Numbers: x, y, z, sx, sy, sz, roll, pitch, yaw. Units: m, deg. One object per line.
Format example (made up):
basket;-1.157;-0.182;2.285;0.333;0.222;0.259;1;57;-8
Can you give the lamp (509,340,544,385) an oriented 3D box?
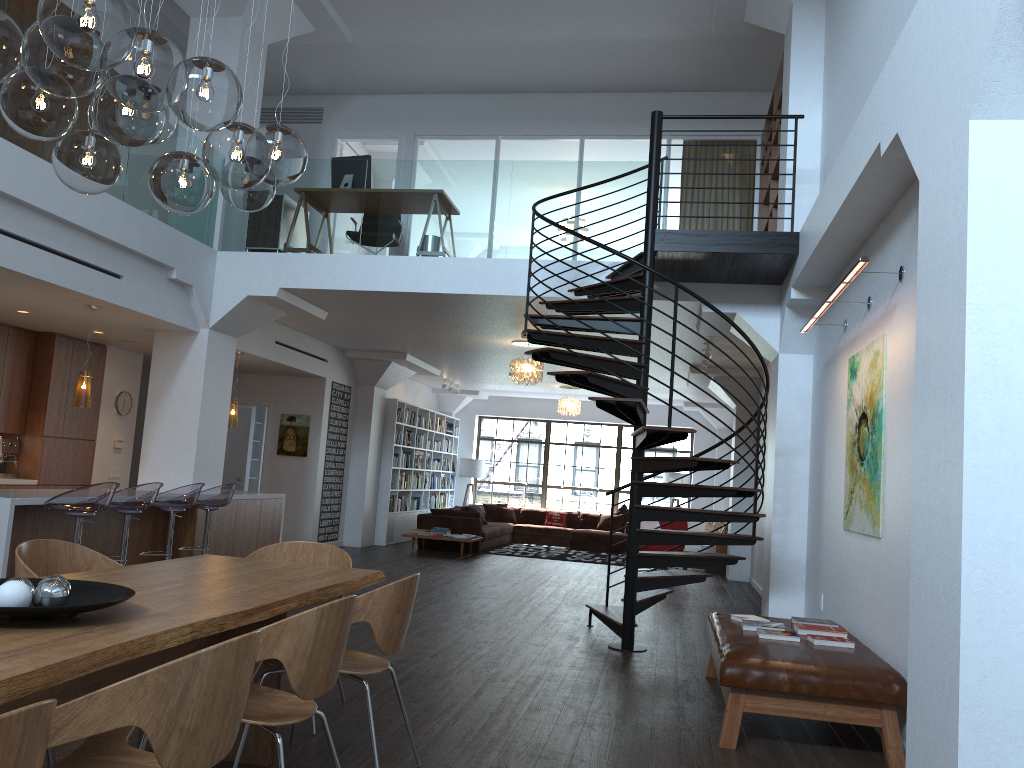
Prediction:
lamp;0.192;-0.260;11.435;0.442;0.539;0.441;9;-7;-37

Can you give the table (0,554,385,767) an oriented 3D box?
table;-1.483;1.060;2.618;1.012;0.750;3.803;3;-6;11

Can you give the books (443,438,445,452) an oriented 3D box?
books;-1.470;1.232;17.972;0.198;0.284;0.066;3;-6;10

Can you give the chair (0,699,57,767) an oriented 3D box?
chair;-1.109;0.917;1.399;0.618;0.833;0.629;3;-6;10

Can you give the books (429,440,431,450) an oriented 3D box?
books;-1.635;1.164;16.986;0.139;0.191;0.036;3;-6;10

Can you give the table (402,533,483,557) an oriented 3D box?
table;-1.088;2.513;13.895;1.100;0.271;0.853;3;-6;10

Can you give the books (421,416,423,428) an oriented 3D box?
books;-1.733;0.700;16.376;0.158;0.226;0.052;3;-6;10

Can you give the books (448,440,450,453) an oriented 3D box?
books;-1.389;1.294;18.391;0.180;0.259;0.060;3;-6;10

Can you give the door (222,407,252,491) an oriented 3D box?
door;-4.552;1.370;13.903;0.826;2.032;0.174;3;-6;10

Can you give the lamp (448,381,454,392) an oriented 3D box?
lamp;-1.161;0.043;16.890;0.120;0.211;0.111;8;-7;-30

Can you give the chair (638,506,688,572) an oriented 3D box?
chair;2.240;2.322;13.334;0.801;1.006;0.798;0;-7;36

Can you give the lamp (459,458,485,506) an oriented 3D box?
lamp;-0.900;2.399;18.958;0.545;1.579;0.545;4;-6;-1

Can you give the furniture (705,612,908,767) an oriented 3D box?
furniture;1.630;1.704;5.213;0.907;0.453;1.819;3;-6;10

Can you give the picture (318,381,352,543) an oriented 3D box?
picture;-2.670;1.184;13.409;0.021;2.380;0.800;3;-6;11

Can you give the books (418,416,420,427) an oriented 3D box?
books;-1.758;0.688;16.161;0.146;0.202;0.027;3;-6;10

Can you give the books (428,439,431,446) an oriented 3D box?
books;-1.634;1.162;17.019;0.146;0.202;0.027;3;-6;10

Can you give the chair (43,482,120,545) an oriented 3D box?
chair;-3.204;1.211;6.514;0.481;1.014;0.530;3;-6;12

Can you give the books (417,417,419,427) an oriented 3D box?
books;-1.772;0.686;16.103;0.139;0.191;0.036;3;-6;10

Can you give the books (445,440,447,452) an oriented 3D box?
books;-1.436;1.265;18.119;0.183;0.253;0.034;3;-6;10

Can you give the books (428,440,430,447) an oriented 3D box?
books;-1.638;1.167;16.956;0.128;0.178;0.021;3;-6;10

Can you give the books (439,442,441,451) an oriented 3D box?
books;-1.507;1.249;17.722;0.139;0.191;0.036;3;-6;10

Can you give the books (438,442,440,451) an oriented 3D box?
books;-1.517;1.242;17.682;0.136;0.196;0.045;3;-6;10

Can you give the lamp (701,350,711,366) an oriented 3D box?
lamp;2.404;-0.321;11.003;0.120;0.211;0.111;8;-7;-30

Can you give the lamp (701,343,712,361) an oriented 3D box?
lamp;2.314;-0.380;10.496;0.120;0.211;0.111;6;-6;-15

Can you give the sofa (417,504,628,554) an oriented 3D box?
sofa;0.492;2.668;16.190;3.481;0.664;4.197;3;-6;10

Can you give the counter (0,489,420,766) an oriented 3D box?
counter;-2.995;1.335;6.792;3.039;0.860;8.182;6;-6;-19

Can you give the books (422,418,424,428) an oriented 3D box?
books;-1.711;0.728;16.460;0.139;0.191;0.036;3;-6;10

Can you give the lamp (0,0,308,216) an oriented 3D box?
lamp;-1.231;-1.731;3.226;0.849;2.140;1.787;3;-6;9

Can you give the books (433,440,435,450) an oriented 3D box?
books;-1.581;1.191;17.271;0.146;0.202;0.027;3;-6;10

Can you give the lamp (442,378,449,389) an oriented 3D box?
lamp;-1.249;-0.015;16.395;0.111;0.211;0.120;-2;-8;44

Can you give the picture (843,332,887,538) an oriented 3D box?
picture;2.257;0.353;5.698;0.010;1.200;1.095;3;-6;10

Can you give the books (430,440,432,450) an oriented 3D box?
books;-1.621;1.165;17.044;0.146;0.202;0.027;3;-6;10

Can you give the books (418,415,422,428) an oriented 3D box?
books;-1.736;0.692;16.328;0.140;0.231;0.042;3;-6;10

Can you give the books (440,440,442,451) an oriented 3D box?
books;-1.498;1.242;17.812;0.158;0.226;0.052;3;-6;10

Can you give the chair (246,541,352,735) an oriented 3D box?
chair;-1.148;1.241;4.506;0.629;0.833;0.618;4;-6;5

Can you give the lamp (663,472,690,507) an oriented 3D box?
lamp;3.319;2.607;18.081;0.545;1.579;0.545;2;-6;21

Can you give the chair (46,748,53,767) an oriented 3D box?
chair;-2.024;1.033;3.120;0.618;0.833;0.629;3;-6;10

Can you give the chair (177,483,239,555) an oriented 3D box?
chair;-2.886;1.429;8.374;0.481;1.014;0.530;3;-6;12

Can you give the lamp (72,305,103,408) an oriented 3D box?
lamp;-2.691;-0.529;8.733;2.842;1.807;0.149;9;-8;-40

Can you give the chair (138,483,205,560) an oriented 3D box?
chair;-2.995;1.356;7.757;0.481;1.014;0.530;3;-6;8

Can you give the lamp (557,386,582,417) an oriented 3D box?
lamp;1.068;0.322;16.385;0.442;0.539;0.441;9;-7;-37

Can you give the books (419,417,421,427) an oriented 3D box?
books;-1.748;0.697;16.242;0.146;0.202;0.027;3;-6;10

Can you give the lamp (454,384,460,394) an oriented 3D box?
lamp;-1.071;0.103;17.397;0.120;0.211;0.111;6;-6;-15

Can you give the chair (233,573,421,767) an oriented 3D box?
chair;-0.709;1.182;3.661;0.617;0.830;0.629;3;-6;10

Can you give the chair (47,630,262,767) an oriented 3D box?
chair;-0.961;1.008;2.160;0.618;0.833;0.629;3;-6;10

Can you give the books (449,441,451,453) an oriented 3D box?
books;-1.378;1.308;18.488;0.183;0.253;0.034;3;-6;10

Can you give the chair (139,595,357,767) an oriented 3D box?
chair;-0.848;1.095;2.911;0.618;0.833;0.629;3;-6;12

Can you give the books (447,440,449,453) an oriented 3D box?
books;-1.396;1.288;18.309;0.183;0.253;0.034;3;-6;10

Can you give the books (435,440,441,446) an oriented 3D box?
books;-1.503;1.234;17.764;0.140;0.231;0.042;3;-6;10

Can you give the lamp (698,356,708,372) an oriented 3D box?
lamp;2.492;-0.262;11.498;0.111;0.211;0.120;-2;-8;44

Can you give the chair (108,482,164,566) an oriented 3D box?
chair;-3.122;1.282;7.137;0.481;1.014;0.530;3;-6;8

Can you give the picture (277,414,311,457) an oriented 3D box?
picture;-3.172;0.745;12.885;0.450;0.600;0.030;3;-6;10

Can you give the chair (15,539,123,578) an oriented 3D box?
chair;-1.872;1.124;3.880;0.618;0.833;0.629;3;-6;8

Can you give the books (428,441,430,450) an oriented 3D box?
books;-1.643;1.167;16.930;0.126;0.173;0.032;3;-6;10

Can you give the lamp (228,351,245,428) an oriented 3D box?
lamp;-3.272;0.071;10.483;0.149;0.900;0.149;8;-7;-34

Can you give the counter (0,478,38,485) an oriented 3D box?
counter;-5.865;0.809;7.612;0.600;0.050;4.387;3;-6;10
